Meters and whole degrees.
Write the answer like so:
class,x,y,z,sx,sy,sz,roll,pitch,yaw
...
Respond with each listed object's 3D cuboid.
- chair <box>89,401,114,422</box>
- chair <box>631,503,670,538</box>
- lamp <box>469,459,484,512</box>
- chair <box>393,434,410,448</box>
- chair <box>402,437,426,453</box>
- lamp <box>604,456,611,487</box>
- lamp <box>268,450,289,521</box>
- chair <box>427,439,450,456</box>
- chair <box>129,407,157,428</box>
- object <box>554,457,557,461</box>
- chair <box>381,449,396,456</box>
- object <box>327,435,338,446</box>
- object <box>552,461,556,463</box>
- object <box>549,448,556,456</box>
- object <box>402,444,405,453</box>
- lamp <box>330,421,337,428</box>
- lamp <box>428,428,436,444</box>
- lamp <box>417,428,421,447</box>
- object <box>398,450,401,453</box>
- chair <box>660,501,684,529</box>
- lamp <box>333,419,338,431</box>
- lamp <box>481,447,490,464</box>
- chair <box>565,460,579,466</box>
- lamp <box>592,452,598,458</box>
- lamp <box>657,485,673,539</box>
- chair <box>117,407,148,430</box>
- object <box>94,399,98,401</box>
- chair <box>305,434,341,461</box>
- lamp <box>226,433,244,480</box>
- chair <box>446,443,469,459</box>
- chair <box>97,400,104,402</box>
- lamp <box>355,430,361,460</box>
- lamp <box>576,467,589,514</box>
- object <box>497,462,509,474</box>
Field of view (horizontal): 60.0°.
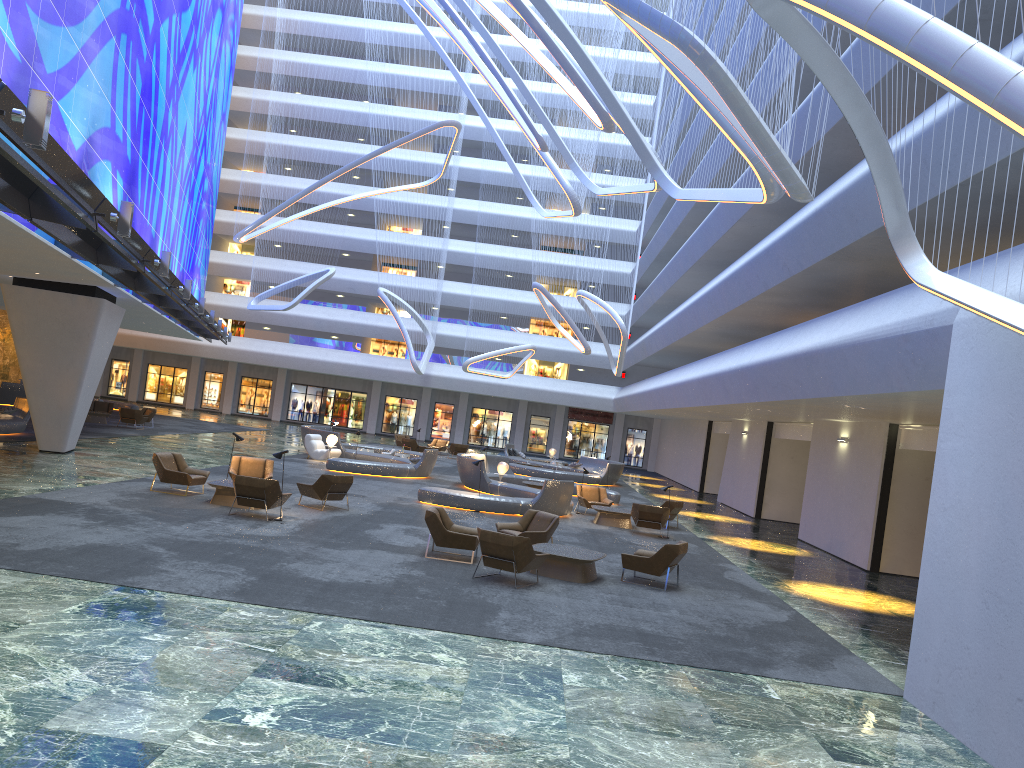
class,x,y,z,sx,sy,sz,roll,pitch,yaw
chair,-16.742,1.110,36.080,0.931,0.766,0.937,8,-1,-25
chair,3.339,3.306,21.571,0.929,0.766,0.939,7,-1,8
lamp,-0.876,2.475,21.723,0.383,1.300,0.202,8,0,19
chair,-5.274,2.899,43.444,0.931,0.766,0.937,9,-2,-44
chair,-4.566,2.901,40.711,0.927,0.766,0.941,7,-2,43
lamp,3.961,3.647,37.052,0.202,1.300,0.383,8,0,-39
lamp,-4.255,1.831,16.127,0.383,1.300,0.202,8,0,19
chair,-3.641,3.135,43.930,0.928,0.766,0.940,7,-1,21
chair,-15.042,1.335,35.978,0.927,0.766,0.941,7,-2,40
object,2.131,3.753,43.897,0.131,0.252,0.103,8,0,-15
chair,-5.351,2.725,34.746,1.788,0.501,0.584,9,-2,-34
object,-6.075,1.902,29.942,0.367,0.387,0.318,8,-1,-16
object,2.152,3.869,43.936,0.381,0.038,0.381,8,-2,-6
object,2.134,3.578,46.521,0.367,0.387,0.318,8,-1,-16
object,-4.257,2.534,34.705,0.066,0.356,0.076,8,0,-31
lamp,-7.070,2.084,34.588,0.384,1.300,0.202,8,0,-5
lamp,-4.012,2.814,43.955,0.385,1.300,0.201,8,0,-36
lamp,-4.294,2.657,40.462,0.202,1.300,0.383,8,0,-36
object,-4.398,2.632,34.618,0.071,0.118,0.151,8,-1,12
chair,4.061,3.486,24.001,0.937,0.766,0.931,7,-1,35
lamp,-7.434,2.117,36.973,0.202,1.300,0.383,8,0,-44
lamp,-0.960,2.746,29.973,0.383,1.300,0.202,8,0,19
chair,3.101,3.985,42.381,0.937,0.766,0.931,7,-1,35
lamp,3.802,3.764,41.107,0.384,1.300,0.202,8,0,1
lamp,3.709,3.082,21.504,0.383,1.300,0.202,8,0,19
chair,-14.608,1.328,34.063,0.929,0.766,0.939,8,-1,0
object,-20.363,0.791,43.380,0.071,0.118,0.152,7,-1,37
chair,-6.560,2.234,30.739,1.155,0.882,0.730,7,-1,21
lamp,-6.018,1.698,19.146,0.201,1.300,0.384,8,0,18
chair,-2.588,3.219,42.278,0.931,0.766,0.938,8,-1,-20
chair,-20.603,0.997,44.006,0.586,0.501,0.492,7,-1,18
lamp,-5.173,2.164,29.477,0.202,1.300,0.383,8,0,-23
lamp,1.946,2.949,24.523,0.201,1.300,0.384,8,0,18
object,-0.278,2.589,27.290,0.366,0.387,0.318,7,-1,9
